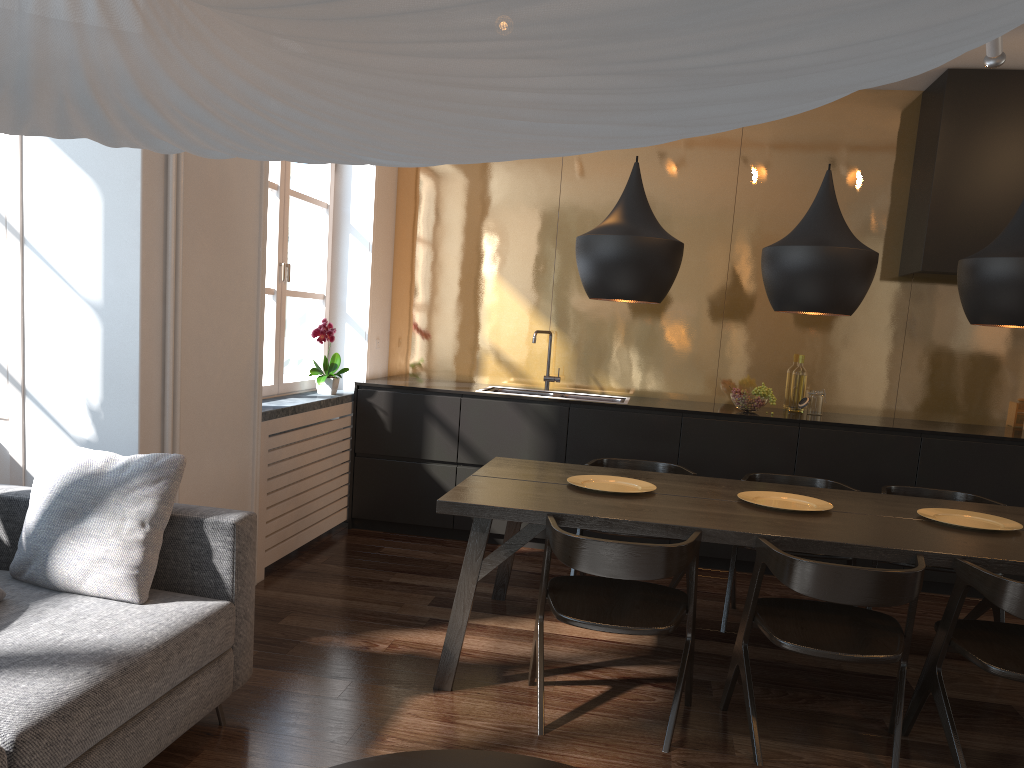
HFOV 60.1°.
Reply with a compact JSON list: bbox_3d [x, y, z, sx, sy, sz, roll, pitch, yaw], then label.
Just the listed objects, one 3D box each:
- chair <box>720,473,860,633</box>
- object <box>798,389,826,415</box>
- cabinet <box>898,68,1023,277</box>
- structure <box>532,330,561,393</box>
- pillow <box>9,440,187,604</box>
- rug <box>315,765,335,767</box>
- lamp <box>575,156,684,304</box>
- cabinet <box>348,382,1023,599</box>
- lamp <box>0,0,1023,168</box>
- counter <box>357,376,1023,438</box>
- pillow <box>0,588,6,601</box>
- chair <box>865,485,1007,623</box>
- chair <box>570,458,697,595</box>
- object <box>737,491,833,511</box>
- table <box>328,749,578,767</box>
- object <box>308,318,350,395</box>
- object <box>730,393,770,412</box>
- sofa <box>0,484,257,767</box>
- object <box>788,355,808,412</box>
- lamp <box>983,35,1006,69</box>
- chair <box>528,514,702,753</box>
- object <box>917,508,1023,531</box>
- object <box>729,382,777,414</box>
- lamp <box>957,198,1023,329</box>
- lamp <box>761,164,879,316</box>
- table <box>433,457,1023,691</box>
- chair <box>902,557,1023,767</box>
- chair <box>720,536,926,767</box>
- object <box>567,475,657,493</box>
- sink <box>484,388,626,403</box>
[{"bbox_3d":[1.273,0.786,4.056,0.592,0.678,0.515,5,7,7],"label":"chair"},{"bbox_3d":[1.766,0.103,5.185,0.177,0.153,0.087,3,7,-13],"label":"object"},{"bbox_3d":[3.259,-1.072,4.799,1.953,1.061,0.527,5,7,9],"label":"cabinet"},{"bbox_3d":[0.216,-0.134,5.461,0.109,0.389,0.264,8,8,25],"label":"structure"},{"bbox_3d":[-1.266,0.406,2.643,0.493,0.418,0.284,5,7,8],"label":"pillow"},{"bbox_3d":[-0.019,1.226,1.232,2.839,0.012,2.812,3,4,-11],"label":"rug"},{"bbox_3d":[0.453,-0.589,3.372,0.408,0.546,0.410,10,9,42],"label":"lamp"},{"bbox_3d":[1.593,0.621,5.212,5.057,0.909,0.727,5,7,9],"label":"cabinet"},{"bbox_3d":[-0.289,-0.307,0.542,1.468,0.212,1.459,0,6,-44],"label":"lamp"},{"bbox_3d":[1.624,0.173,5.147,5.054,0.002,0.727,5,4,9],"label":"counter"},{"bbox_3d":[-1.573,0.459,2.169,0.444,0.324,0.488,3,5,-9],"label":"pillow"},{"bbox_3d":[1.872,0.835,3.960,0.592,0.678,0.515,5,7,9],"label":"chair"},{"bbox_3d":[0.579,0.726,4.195,0.593,0.678,0.515,5,7,5],"label":"chair"},{"bbox_3d":[1.052,0.457,3.415,0.356,0.017,0.352,3,4,-10],"label":"object"},{"bbox_3d":[-0.076,0.980,1.341,0.846,0.477,0.841,5,5,12],"label":"table"},{"bbox_3d":[-1.027,-0.151,4.997,0.230,0.441,0.402,2,7,-14],"label":"object"},{"bbox_3d":[1.358,0.110,5.066,0.218,0.098,0.217,1,6,-33],"label":"object"},{"bbox_3d":[-1.102,0.805,1.383,2.037,0.678,3.046,5,4,9],"label":"sofa"},{"bbox_3d":[1.732,-0.005,5.338,0.092,0.343,0.091,1,9,-23],"label":"object"},{"bbox_3d":[2.485,-0.659,4.365,0.088,1.865,1.830,12,10,43],"label":"lamp"},{"bbox_3d":[0.345,0.797,2.958,0.592,0.678,0.515,5,7,8],"label":"chair"},{"bbox_3d":[1.709,0.511,3.310,0.355,0.017,0.353,5,4,13],"label":"object"},{"bbox_3d":[1.369,0.073,5.046,0.239,0.174,0.176,3,6,-6],"label":"object"},{"bbox_3d":[1.826,-0.476,3.152,0.411,0.546,0.407,0,8,-33],"label":"lamp"},{"bbox_3d":[1.140,-0.532,3.262,0.411,0.546,0.407,2,7,-14],"label":"lamp"},{"bbox_3d":[1.037,0.808,3.426,2.497,0.686,1.098,5,5,9],"label":"table"},{"bbox_3d":[1.619,0.902,2.759,0.592,0.678,0.515,5,7,7],"label":"chair"},{"bbox_3d":[1.017,0.852,2.856,0.592,0.678,0.515,5,7,10],"label":"chair"},{"bbox_3d":[0.395,0.403,3.520,0.355,0.017,0.353,5,4,13],"label":"object"},{"bbox_3d":[1.489,0.143,5.124,3.411,0.246,0.478,5,5,8],"label":"sink"}]
